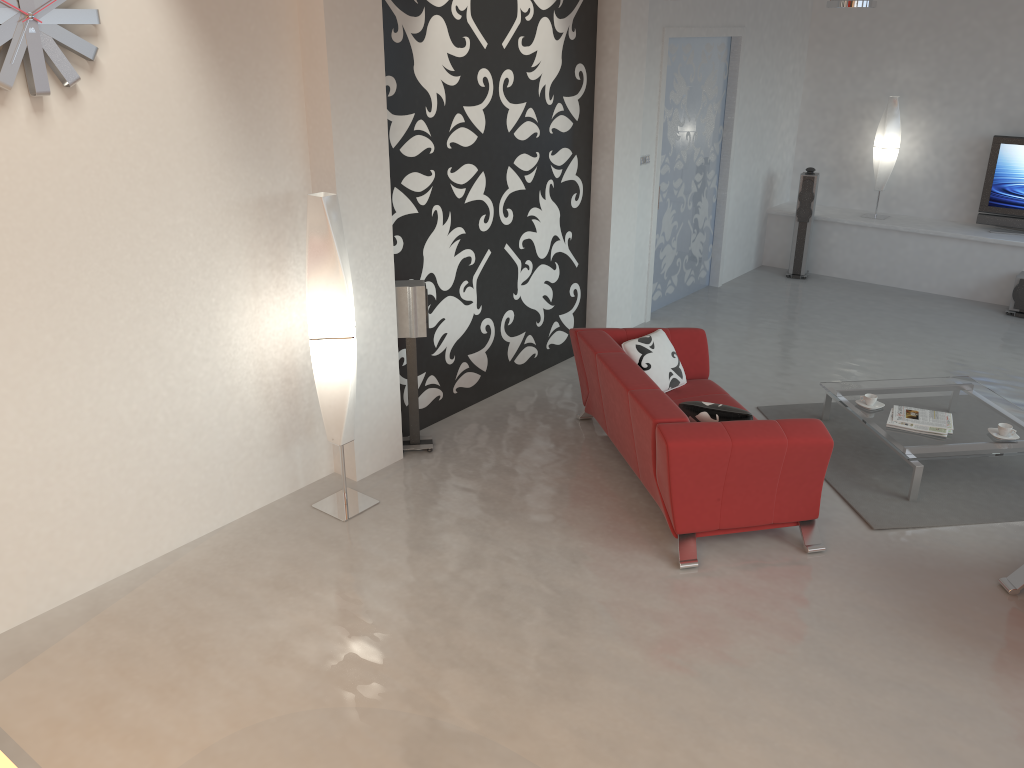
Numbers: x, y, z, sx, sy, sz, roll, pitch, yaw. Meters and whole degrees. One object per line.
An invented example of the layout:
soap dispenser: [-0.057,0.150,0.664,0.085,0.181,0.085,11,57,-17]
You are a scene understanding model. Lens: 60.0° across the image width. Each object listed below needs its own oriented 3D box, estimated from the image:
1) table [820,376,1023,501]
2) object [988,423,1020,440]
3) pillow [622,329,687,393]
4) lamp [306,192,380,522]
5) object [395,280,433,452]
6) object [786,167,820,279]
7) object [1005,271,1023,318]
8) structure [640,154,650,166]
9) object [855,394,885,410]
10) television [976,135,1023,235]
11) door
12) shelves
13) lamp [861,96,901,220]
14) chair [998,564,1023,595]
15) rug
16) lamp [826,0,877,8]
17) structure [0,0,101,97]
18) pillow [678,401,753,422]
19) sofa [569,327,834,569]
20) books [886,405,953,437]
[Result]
table: [2.737,0.314,5.701,1.097,0.286,1.162,-2,22,-7]
object: [2.951,0.280,5.317,0.153,0.069,0.153,2,22,4]
pillow: [0.919,-0.130,5.722,0.402,0.343,0.288,-20,30,-41]
lamp: [-0.955,-0.128,4.786,0.313,1.779,0.313,-20,30,-40]
object: [-0.631,-0.096,5.595,0.229,1.112,0.214,-2,22,-7]
object: [3.156,-1.744,9.586,0.255,1.184,0.273,9,24,21]
object: [4.945,-0.849,8.483,0.336,0.374,0.337,17,27,35]
structure: [1.134,-1.910,7.565,0.016,0.080,0.170,17,27,35]
object: [2.316,0.109,5.730,0.153,0.069,0.153,-10,24,-24]
television: [5.304,-1.874,8.558,1.356,0.919,0.343,17,27,35]
door: [1.652,-2.018,8.432,0.240,2.550,1.600,17,27,35]
shelves: [5.234,-1.390,8.653,5.500,0.050,0.650,17,27,35]
lamp: [3.942,-2.388,9.380,0.263,1.239,0.263,12,25,27]
chair: [3.082,0.810,3.908,1.288,0.738,0.951,-1,22,-2]
rug: [2.724,0.449,5.754,1.700,0.025,1.700,-2,22,-7]
lamp: [2.729,-3.398,6.981,0.379,0.800,0.379,15,26,31]
structure: [-1.901,-1.440,3.471,0.090,0.596,0.596,17,27,35]
pillow: [1.123,0.239,4.818,0.402,0.343,0.288,13,25,28]
sofa: [1.027,0.224,5.323,0.951,0.738,1.929,-4,23,-11]
books: [2.538,0.223,5.497,0.367,0.035,0.345,12,25,26]
